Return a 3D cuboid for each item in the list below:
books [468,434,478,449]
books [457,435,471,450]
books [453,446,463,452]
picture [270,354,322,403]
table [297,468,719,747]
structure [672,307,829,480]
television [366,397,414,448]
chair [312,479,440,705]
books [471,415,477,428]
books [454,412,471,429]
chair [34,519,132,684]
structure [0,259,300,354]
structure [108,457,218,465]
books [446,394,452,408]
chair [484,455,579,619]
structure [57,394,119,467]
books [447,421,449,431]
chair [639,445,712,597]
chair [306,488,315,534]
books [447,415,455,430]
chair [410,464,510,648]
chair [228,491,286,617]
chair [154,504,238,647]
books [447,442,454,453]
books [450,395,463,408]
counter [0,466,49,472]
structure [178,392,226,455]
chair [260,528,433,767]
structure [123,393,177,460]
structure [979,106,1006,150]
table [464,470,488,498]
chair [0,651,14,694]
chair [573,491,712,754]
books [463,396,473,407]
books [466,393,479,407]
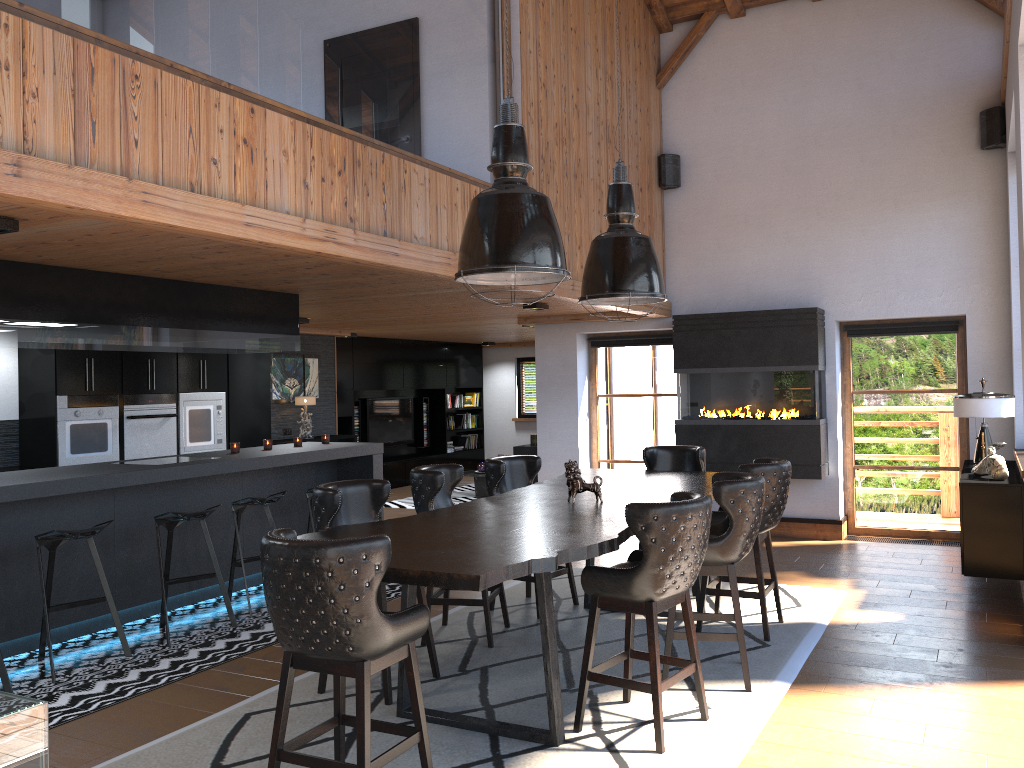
[{"bbox_3d":[-0.785,1.080,16.602,0.210,0.261,0.254,-1,0,28],"label":"books"},{"bbox_3d":[-0.885,1.085,16.416,0.205,0.256,0.247,-1,0,27],"label":"books"},{"bbox_3d":[-1.044,1.179,16.092,0.207,0.073,0.269,-1,0,31],"label":"books"},{"bbox_3d":[-2.676,-0.071,10.976,0.010,0.594,0.935,-2,0,28],"label":"picture"},{"bbox_3d":[0.306,1.148,5.042,1.415,0.950,3.834,-1,0,28],"label":"table"},{"bbox_3d":[2.407,0.100,8.991,1.430,1.650,0.437,-1,-1,27],"label":"structure"},{"bbox_3d":[-1.986,0.625,14.457,0.050,0.813,1.265,-2,0,28],"label":"television"},{"bbox_3d":[-0.766,1.079,4.745,0.563,1.092,0.509,-2,-1,27],"label":"chair"},{"bbox_3d":[-0.791,0.703,16.582,0.187,0.238,0.292,-1,0,27],"label":"books"},{"bbox_3d":[-0.935,0.674,16.287,0.219,0.296,0.348,-1,0,28],"label":"books"},{"bbox_3d":[-2.643,1.246,5.257,0.465,0.839,0.544,-1,-1,25],"label":"chair"},{"bbox_3d":[-2.820,-0.485,5.965,0.704,0.476,3.282,-1,0,28],"label":"structure"},{"bbox_3d":[-2.529,0.571,6.509,0.499,0.017,0.616,-1,0,28],"label":"structure"},{"bbox_3d":[-1.223,0.300,15.694,0.206,0.270,0.243,-1,-1,28],"label":"books"},{"bbox_3d":[0.096,1.072,6.326,0.561,1.092,0.510,-2,-1,37],"label":"chair"},{"bbox_3d":[-3.903,0.438,7.963,0.378,0.673,0.605,-2,-1,28],"label":"structure"},{"bbox_3d":[-1.256,0.697,15.714,0.208,0.270,0.239,-1,-1,27],"label":"books"},{"bbox_3d":[1.248,1.038,6.867,0.499,1.092,0.574,-2,-1,27],"label":"chair"},{"bbox_3d":[-1.546,1.224,7.273,0.464,0.839,0.544,-2,-1,29],"label":"chair"},{"bbox_3d":[-1.154,0.691,15.904,0.208,0.270,0.239,-1,-1,27],"label":"books"},{"bbox_3d":[-0.351,1.071,5.625,0.565,1.092,0.506,-1,-1,12],"label":"chair"},{"bbox_3d":[-1.939,1.232,6.595,0.465,0.839,0.544,-1,-1,25],"label":"chair"},{"bbox_3d":[-2.207,1.237,5.923,0.464,0.839,0.545,-2,-1,34],"label":"chair"},{"bbox_3d":[-1.207,1.126,15.771,0.256,0.188,0.306,-1,0,35],"label":"books"},{"bbox_3d":[-1.051,0.316,16.142,0.180,0.232,0.287,-2,0,31],"label":"books"},{"bbox_3d":[-4.733,0.751,6.573,0.526,0.040,2.593,-1,0,28],"label":"counter"},{"bbox_3d":[-3.144,0.423,9.034,0.039,0.672,0.599,-2,-1,28],"label":"structure"},{"bbox_3d":[-0.623,1.075,3.255,0.499,1.092,0.574,-2,-1,27],"label":"chair"},{"bbox_3d":[-3.432,0.429,8.471,0.089,0.673,0.600,-2,-1,28],"label":"structure"},{"bbox_3d":[4.394,-2.335,8.103,0.211,0.349,0.216,-2,-1,28],"label":"structure"},{"bbox_3d":[-0.187,1.424,12.976,0.887,0.371,1.539,-1,0,29],"label":"table"},{"bbox_3d":[-2.965,1.252,4.564,0.464,0.839,0.544,-2,-1,28],"label":"chair"},{"bbox_3d":[0.640,1.059,4.078,0.561,1.092,0.510,-2,-1,37],"label":"chair"},{"bbox_3d":[-0.885,0.327,16.382,0.258,0.197,0.299,-1,0,30],"label":"books"},{"bbox_3d":[-0.741,0.295,16.604,0.210,0.261,0.212,-1,-1,28],"label":"books"}]
